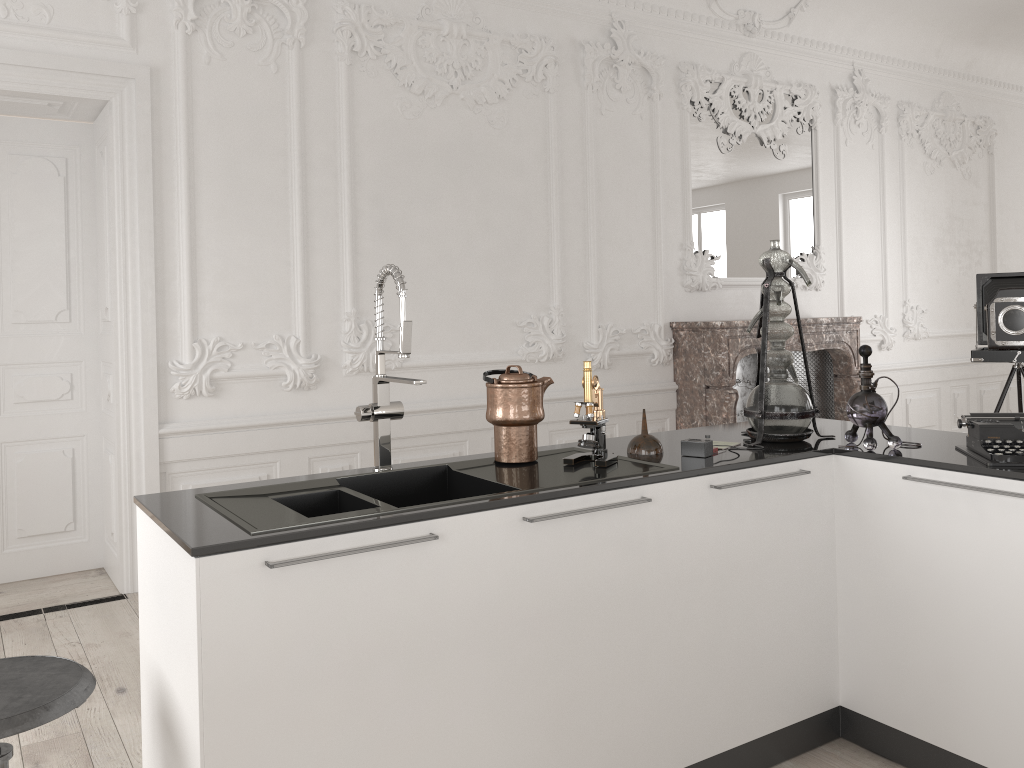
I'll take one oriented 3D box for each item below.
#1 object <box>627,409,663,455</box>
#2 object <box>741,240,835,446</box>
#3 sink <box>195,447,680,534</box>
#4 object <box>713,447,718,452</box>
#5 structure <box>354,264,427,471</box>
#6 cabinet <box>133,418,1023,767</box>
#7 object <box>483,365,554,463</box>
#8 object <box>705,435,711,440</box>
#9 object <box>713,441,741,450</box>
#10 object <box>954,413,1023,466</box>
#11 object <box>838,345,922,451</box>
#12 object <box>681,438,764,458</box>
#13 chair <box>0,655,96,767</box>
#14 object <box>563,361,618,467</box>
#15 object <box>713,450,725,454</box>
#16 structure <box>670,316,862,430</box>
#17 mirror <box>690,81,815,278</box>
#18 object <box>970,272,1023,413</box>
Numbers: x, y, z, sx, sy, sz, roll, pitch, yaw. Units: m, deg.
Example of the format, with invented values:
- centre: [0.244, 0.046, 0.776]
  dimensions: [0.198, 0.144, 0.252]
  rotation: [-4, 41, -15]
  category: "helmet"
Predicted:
- centre: [0.405, 0.142, 2.703]
  dimensions: [0.111, 0.131, 0.111]
  rotation: [-2, 2, -27]
  category: "object"
- centre: [0.900, -0.145, 2.881]
  dimensions: [0.294, 0.650, 0.319]
  rotation: [-1, 1, 11]
  category: "object"
- centre: [-0.163, 0.320, 2.297]
  dimensions: [1.167, 0.140, 0.485]
  rotation: [-4, 5, -32]
  category: "sink"
- centre: [0.604, 0.199, 2.679]
  dimensions: [0.026, 0.010, 0.039]
  rotation: [1, 5, 37]
  category: "object"
- centre: [-0.320, -0.040, 2.413]
  dimensions: [0.130, 0.581, 0.280]
  rotation: [-1, 1, -32]
  category: "structure"
- centre: [0.827, 0.715, 1.732]
  dimensions: [2.465, 0.881, 2.709]
  rotation: [-4, 5, -32]
  category: "cabinet"
- centre: [0.017, 0.084, 2.624]
  dimensions: [0.208, 0.279, 0.186]
  rotation: [-1, 1, 8]
  category: "object"
- centre: [0.584, 0.180, 2.636]
  dimensions: [0.017, 0.056, 0.017]
  rotation: [-1, 0, 38]
  category: "object"
- centre: [0.649, 0.193, 2.787]
  dimensions: [0.093, 0.004, 0.141]
  rotation: [2, 6, 37]
  category: "object"
- centre: [1.455, 0.147, 2.446]
  dimensions: [0.383, 0.110, 0.318]
  rotation: [-1, 4, 13]
  category: "object"
- centre: [1.107, 0.034, 2.716]
  dimensions: [0.222, 0.312, 0.204]
  rotation: [-2, 2, -34]
  category: "object"
- centre: [0.672, 0.178, 2.704]
  dimensions: [0.376, 0.045, 0.124]
  rotation: [-6, 6, -43]
  category: "object"
- centre: [-1.065, 0.911, 1.805]
  dimensions: [0.401, 0.578, 0.402]
  rotation: [-1, 2, 32]
  category: "chair"
- centre: [0.233, 0.078, 2.552]
  dimensions: [0.132, 0.291, 0.170]
  rotation: [-1, 1, 28]
  category: "object"
- centre: [0.624, 0.205, 2.663]
  dimensions: [0.020, 0.001, 0.060]
  rotation: [2, 6, 37]
  category: "object"
- centre: [1.875, 0.144, 6.535]
  dimensions: [1.547, 1.247, 0.659]
  rotation: [-3, 2, -32]
  category: "structure"
- centre: [1.855, -1.527, 6.762]
  dimensions: [1.437, 1.571, 0.009]
  rotation: [-3, 1, -32]
  category: "mirror"
- centre: [3.373, 0.013, 5.874]
  dimensions: [0.710, 1.521, 0.656]
  rotation: [-1, 1, 33]
  category: "object"
